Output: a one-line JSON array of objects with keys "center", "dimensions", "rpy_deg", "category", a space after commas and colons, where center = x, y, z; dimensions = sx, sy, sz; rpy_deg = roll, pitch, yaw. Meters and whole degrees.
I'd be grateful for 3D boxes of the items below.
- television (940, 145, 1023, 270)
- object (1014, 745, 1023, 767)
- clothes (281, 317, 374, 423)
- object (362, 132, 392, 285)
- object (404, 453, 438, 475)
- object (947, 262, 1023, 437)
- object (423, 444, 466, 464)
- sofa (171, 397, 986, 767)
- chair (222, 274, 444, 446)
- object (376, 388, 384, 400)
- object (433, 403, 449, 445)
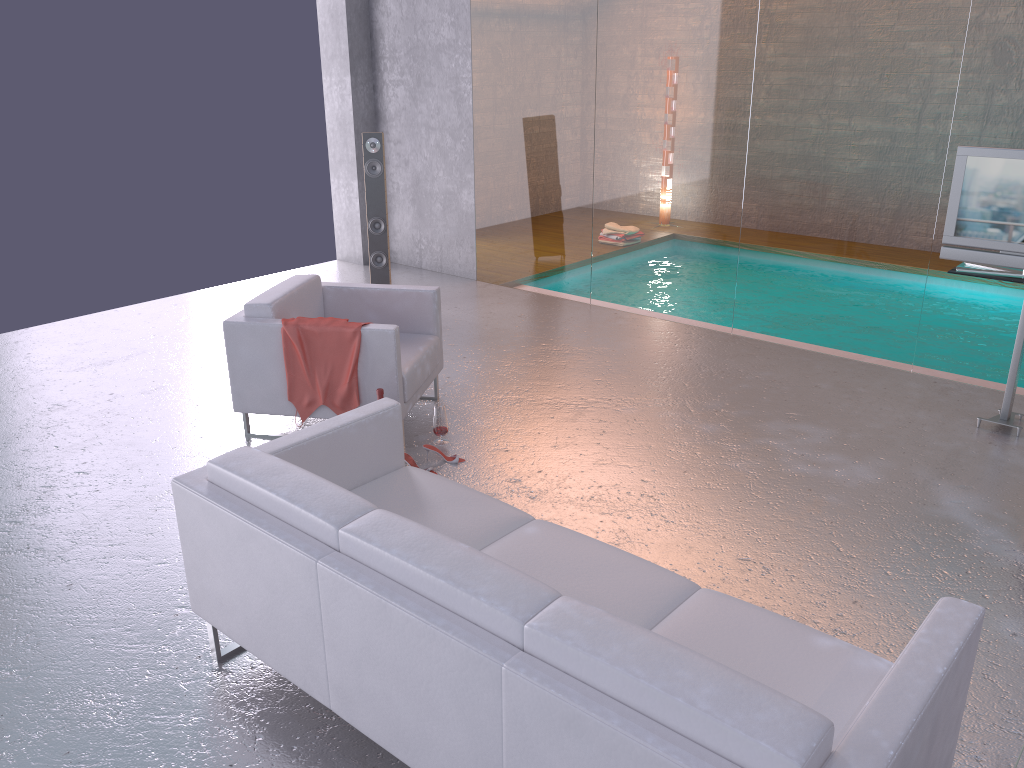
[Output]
[{"center": [2.903, -0.930, 4.806], "dimensions": [1.000, 0.644, 0.054], "rpy_deg": [17, 27, 38], "category": "television"}, {"center": [1.077, 1.011, 1.799], "dimensions": [0.387, 1.051, 0.400], "rpy_deg": [-5, 21, -10], "category": "object"}, {"center": [-1.016, -0.079, 4.967], "dimensions": [0.574, 0.604, 0.254], "rpy_deg": [3, 21, 10], "category": "clothes"}, {"center": [-1.147, -1.404, 7.609], "dimensions": [0.244, 1.473, 0.444], "rpy_deg": [-2, 21, -4], "category": "object"}, {"center": [-0.504, 0.429, 4.726], "dimensions": [0.235, 0.087, 0.079], "rpy_deg": [6, 22, 18], "category": "object"}, {"center": [2.913, -0.202, 5.082], "dimensions": [0.818, 0.958, 0.360], "rpy_deg": [17, 27, 38], "category": "object"}, {"center": [-0.370, 0.378, 4.859], "dimensions": [0.235, 0.087, 0.079], "rpy_deg": [2, 21, 7], "category": "object"}, {"center": [0.042, 0.756, 2.821], "dimensions": [2.353, 0.824, 1.026], "rpy_deg": [17, 27, 38], "category": "sofa"}, {"center": [-1.011, -0.181, 5.338], "dimensions": [1.026, 0.808, 0.936], "rpy_deg": [3, 21, 10], "category": "chair"}, {"center": [-0.696, 0.230, 4.763], "dimensions": [0.109, 0.435, 0.109], "rpy_deg": [-9, 22, -21], "category": "object"}, {"center": [-0.408, 0.226, 5.057], "dimensions": [0.091, 0.233, 0.091], "rpy_deg": [-8, 22, -20], "category": "object"}]
